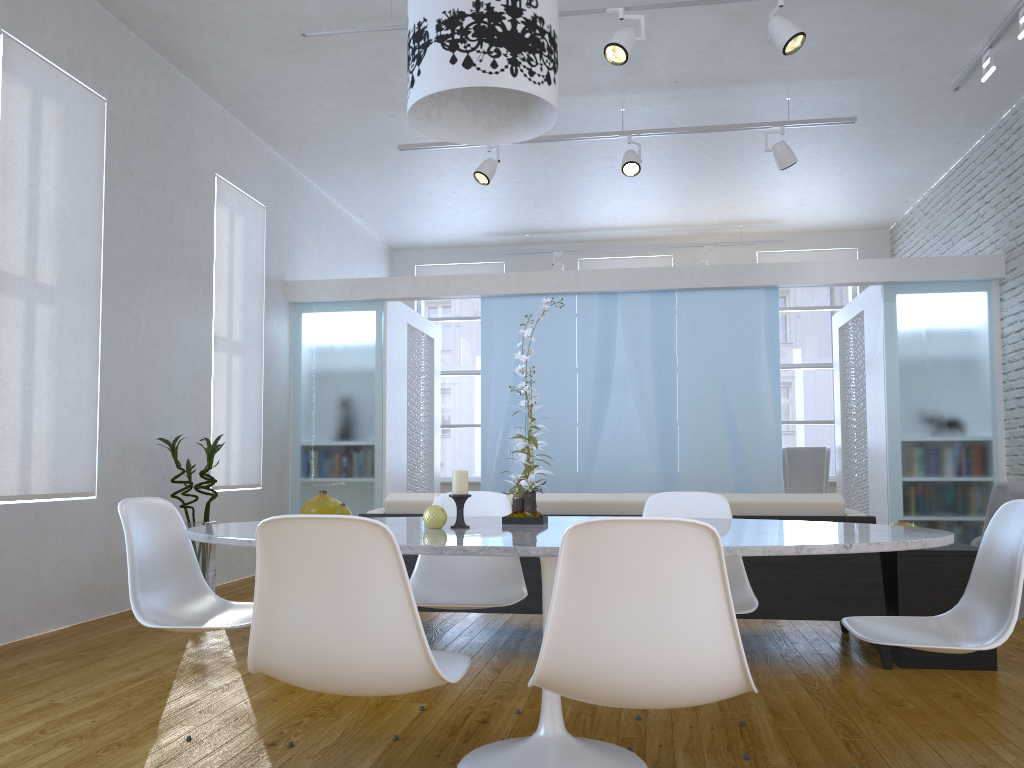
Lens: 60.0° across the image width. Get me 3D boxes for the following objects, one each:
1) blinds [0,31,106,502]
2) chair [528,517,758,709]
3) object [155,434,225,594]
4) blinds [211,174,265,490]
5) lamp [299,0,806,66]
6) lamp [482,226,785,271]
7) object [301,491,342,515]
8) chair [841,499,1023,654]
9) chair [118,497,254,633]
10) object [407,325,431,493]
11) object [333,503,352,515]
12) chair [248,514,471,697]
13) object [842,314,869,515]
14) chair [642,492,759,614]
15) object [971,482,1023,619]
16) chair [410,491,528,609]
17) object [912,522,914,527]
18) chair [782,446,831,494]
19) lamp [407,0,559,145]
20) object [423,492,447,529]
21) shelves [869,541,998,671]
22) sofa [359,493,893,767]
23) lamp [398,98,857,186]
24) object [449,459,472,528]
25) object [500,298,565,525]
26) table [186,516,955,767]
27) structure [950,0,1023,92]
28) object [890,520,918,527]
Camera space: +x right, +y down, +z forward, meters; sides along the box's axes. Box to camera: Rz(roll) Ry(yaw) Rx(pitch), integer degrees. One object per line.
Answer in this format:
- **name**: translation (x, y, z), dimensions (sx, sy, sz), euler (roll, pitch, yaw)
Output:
- **blinds**: translation (-2.227, -0.502, 4.290), dimensions (0.007, 2.106, 0.763), euler (-1, -4, 9)
- **chair**: translation (0.233, 0.407, 1.617), dimensions (0.405, 0.351, 0.420), euler (-1, -5, 7)
- **object**: translation (-1.865, 0.775, 5.120), dimensions (0.380, 0.978, 0.485), euler (1, -4, -19)
- **blinds**: translation (-1.920, -0.320, 6.248), dimensions (0.007, 2.107, 0.763), euler (-1, -4, 9)
- **lamp**: translation (0.434, -1.797, 4.405), dimensions (3.118, 0.485, 0.223), euler (-1, -4, 9)
- **lamp**: translation (1.228, -1.347, 9.258), dimensions (3.118, 0.485, 0.198), euler (-1, -4, 7)
- **object**: translation (-0.895, 0.615, 4.200), dimensions (0.207, 0.215, 0.207), euler (3, -6, -40)
- **chair**: translation (1.014, 0.450, 2.109), dimensions (0.419, 0.351, 0.406), euler (-1, -5, 11)
- **chair**: translation (-0.824, 0.483, 2.397), dimensions (0.419, 0.351, 0.406), euler (-1, -5, 11)
- **object**: translation (-0.860, 0.516, 8.067), dimensions (0.051, 2.011, 0.925), euler (-1, -4, 9)
- **object**: translation (-0.779, 0.630, 4.074), dimensions (0.096, 0.160, 0.096), euler (3, -5, -40)
- **chair**: translation (-0.292, 0.418, 1.712), dimensions (0.405, 0.351, 0.420), euler (-1, -5, 11)
- **object**: translation (2.926, 0.448, 7.478), dimensions (0.051, 2.011, 0.925), euler (-1, -4, 9)
- **chair**: translation (0.511, 0.498, 2.601), dimensions (0.405, 0.351, 0.420), euler (-1, -5, 12)
- **object**: translation (2.710, 0.862, 4.669), dimensions (0.636, 0.686, 0.646), euler (4, -6, -42)
- **chair**: translation (-0.157, 0.512, 2.727), dimensions (0.405, 0.351, 0.420), euler (-1, -5, 8)
- **object**: translation (1.588, 0.597, 3.508), dimensions (0.071, 0.104, 0.071), euler (-3, -5, 36)
- **chair**: translation (2.722, 1.064, 8.294), dimensions (0.472, 0.959, 0.379), euler (-3, -5, 34)
- **lamp**: translation (-0.078, -1.467, 2.386), dimensions (0.399, 1.535, 0.400), euler (1, -4, -25)
- **object**: translation (-0.197, 0.323, 2.268), dimensions (0.062, 0.091, 0.063), euler (3, -5, -33)
- **shelves**: translation (1.724, 0.899, 3.760), dimensions (0.349, 0.450, 0.731), euler (-1, -5, 9)
- **sofa**: translation (0.550, 0.883, 4.652), dimensions (5.337, 0.677, 9.746), euler (-1, -5, 9)
- **lamp**: translation (0.730, -1.643, 6.070), dimensions (3.117, 0.485, 0.205), euler (-1, -4, 6)
- **object**: translation (-0.134, 0.282, 2.288), dimensions (0.059, 0.176, 0.059), euler (0, -4, -6)
- **object**: translation (0.032, 0.072, 2.462), dimensions (0.166, 0.637, 0.202), euler (-3, -5, 37)
- **table**: translation (0.099, 0.678, 2.246), dimensions (1.910, 0.621, 1.073), euler (-1, -5, 8)
- **structure**: translation (2.577, -2.019, 3.836), dimensions (0.052, 0.182, 3.914), euler (-1, -5, 9)
- **object**: translation (1.676, 0.631, 3.800), dimensions (0.147, 0.090, 0.147), euler (4, -6, -40)
